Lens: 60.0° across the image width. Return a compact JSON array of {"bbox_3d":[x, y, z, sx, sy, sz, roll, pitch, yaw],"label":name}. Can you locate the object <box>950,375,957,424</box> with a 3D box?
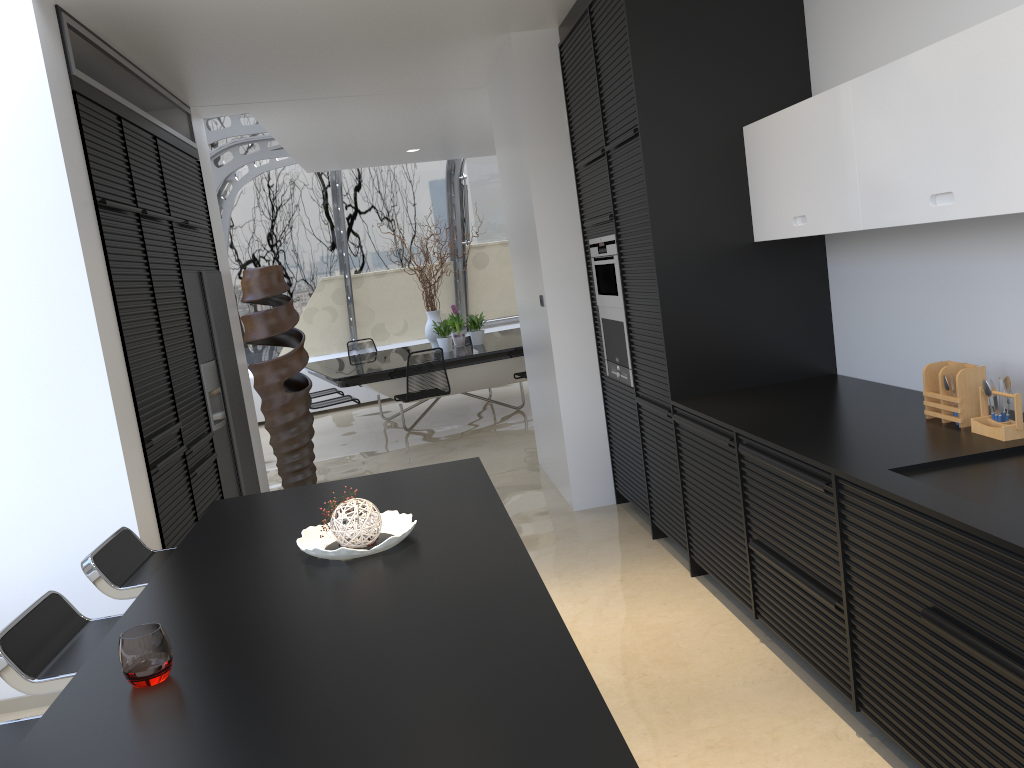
[{"bbox_3d":[1.448,0.066,2.895,0.020,0.196,0.018,-6,8,16],"label":"object"}]

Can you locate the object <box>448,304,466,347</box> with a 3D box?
[{"bbox_3d":[-0.645,-0.669,10.033,0.238,0.476,0.417,-7,8,8],"label":"object"}]

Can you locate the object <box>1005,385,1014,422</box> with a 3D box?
[{"bbox_3d":[1.524,0.088,2.727,0.019,0.178,0.044,-15,10,-41],"label":"object"}]

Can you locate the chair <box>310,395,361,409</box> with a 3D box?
[{"bbox_3d":[-1.949,-0.003,8.987,0.688,0.519,0.446,-11,8,-20],"label":"chair"}]

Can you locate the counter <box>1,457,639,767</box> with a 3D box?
[{"bbox_3d":[-0.361,0.583,1.515,1.006,0.018,3.800,-9,8,-7],"label":"counter"}]

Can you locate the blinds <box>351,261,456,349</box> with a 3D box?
[{"bbox_3d":[-1.455,-1.074,12.179,1.430,1.027,0.329,-11,8,-20],"label":"blinds"}]

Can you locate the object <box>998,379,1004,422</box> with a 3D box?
[{"bbox_3d":[1.504,0.081,2.730,0.019,0.196,0.022,-10,8,-18],"label":"object"}]

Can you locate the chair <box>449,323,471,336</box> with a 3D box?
[{"bbox_3d":[-0.581,-0.501,11.274,0.446,0.519,0.688,-11,8,-20],"label":"chair"}]

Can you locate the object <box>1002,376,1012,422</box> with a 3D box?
[{"bbox_3d":[1.531,0.071,2.752,0.042,0.192,0.040,-4,9,30],"label":"object"}]

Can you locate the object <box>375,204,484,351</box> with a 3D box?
[{"bbox_3d":[-0.779,-1.145,9.614,1.135,1.549,1.031,-12,9,-27],"label":"object"}]

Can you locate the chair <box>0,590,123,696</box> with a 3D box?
[{"bbox_3d":[-1.019,0.983,2.389,0.460,0.857,0.418,-9,8,-6],"label":"chair"}]

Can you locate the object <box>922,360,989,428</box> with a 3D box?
[{"bbox_3d":[1.470,0.045,2.944,0.104,0.223,0.200,-9,8,-6],"label":"object"}]

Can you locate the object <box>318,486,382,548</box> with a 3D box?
[{"bbox_3d":[-0.444,0.377,2.499,0.190,0.191,0.165,-5,8,21],"label":"object"}]

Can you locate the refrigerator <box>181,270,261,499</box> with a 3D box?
[{"bbox_3d":[-1.915,0.161,5.657,0.234,1.742,1.006,-9,8,-7],"label":"refrigerator"}]

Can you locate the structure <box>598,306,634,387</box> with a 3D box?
[{"bbox_3d":[0.582,-0.225,4.981,0.023,0.420,0.592,-9,8,-6],"label":"structure"}]

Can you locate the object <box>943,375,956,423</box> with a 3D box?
[{"bbox_3d":[1.437,0.062,2.907,0.042,0.192,0.040,-1,10,44],"label":"object"}]

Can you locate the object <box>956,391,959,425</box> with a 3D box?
[{"bbox_3d":[1.453,0.066,2.885,0.019,0.196,0.022,-9,8,-5],"label":"object"}]

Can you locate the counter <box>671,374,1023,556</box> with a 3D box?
[{"bbox_3d":[1.384,0.237,2.293,0.804,0.025,3.738,-9,8,-7],"label":"counter"}]

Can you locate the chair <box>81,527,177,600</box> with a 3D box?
[{"bbox_3d":[-1.097,0.908,3.032,0.460,0.857,0.418,-9,8,-6],"label":"chair"}]

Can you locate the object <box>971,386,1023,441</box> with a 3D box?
[{"bbox_3d":[1.490,0.101,2.701,0.100,0.170,0.173,-9,8,-4],"label":"object"}]

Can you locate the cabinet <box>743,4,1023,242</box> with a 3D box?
[{"bbox_3d":[1.495,-0.716,2.198,0.343,0.515,3.741,-9,8,-7],"label":"cabinet"}]

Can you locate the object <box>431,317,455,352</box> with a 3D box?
[{"bbox_3d":[-0.721,-0.526,9.427,0.284,0.369,0.215,-5,8,18],"label":"object"}]

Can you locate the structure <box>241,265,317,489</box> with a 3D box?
[{"bbox_3d":[-1.875,-0.031,7.214,0.493,1.843,0.498,-9,8,-9],"label":"structure"}]

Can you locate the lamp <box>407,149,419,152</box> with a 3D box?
[{"bbox_3d":[5.134,-2.953,6.510,9.928,0.004,9.775,-11,8,-19],"label":"lamp"}]

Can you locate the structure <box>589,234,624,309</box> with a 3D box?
[{"bbox_3d":[0.522,-0.622,4.928,0.061,0.388,0.592,-9,8,-6],"label":"structure"}]

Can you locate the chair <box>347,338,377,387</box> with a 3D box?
[{"bbox_3d":[-1.762,-0.278,10.845,0.446,0.519,0.688,-11,8,-20],"label":"chair"}]

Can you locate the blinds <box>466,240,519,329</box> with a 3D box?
[{"bbox_3d":[-0.031,-1.434,12.658,1.376,1.214,0.387,-11,8,-20],"label":"blinds"}]

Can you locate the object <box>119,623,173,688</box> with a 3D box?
[{"bbox_3d":[-0.727,0.540,1.761,0.095,0.106,0.095,-9,8,-8],"label":"object"}]

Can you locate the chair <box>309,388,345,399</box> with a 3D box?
[{"bbox_3d":[-2.275,-0.073,9.851,0.688,0.519,0.446,-11,8,-20],"label":"chair"}]

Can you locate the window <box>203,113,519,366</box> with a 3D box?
[{"bbox_3d":[3.469,-1.194,6.273,16.171,3.674,16.693,-10,8,-14],"label":"window"}]

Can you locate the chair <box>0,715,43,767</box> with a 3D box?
[{"bbox_3d":[-0.947,1.053,1.796,0.460,0.857,0.418,-9,8,-6],"label":"chair"}]

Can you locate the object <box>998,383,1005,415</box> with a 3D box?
[{"bbox_3d":[1.524,0.083,2.765,0.044,0.178,0.019,-11,8,-21],"label":"object"}]

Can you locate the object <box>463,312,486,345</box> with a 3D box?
[{"bbox_3d":[-0.394,-0.617,9.766,0.284,0.369,0.215,-6,8,13],"label":"object"}]

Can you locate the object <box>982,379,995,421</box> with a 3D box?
[{"bbox_3d":[1.483,0.078,2.747,0.042,0.192,0.040,-3,9,31],"label":"object"}]

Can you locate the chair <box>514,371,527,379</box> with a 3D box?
[{"bbox_3d":[0.306,-0.311,8.927,0.446,0.519,0.688,-11,8,-20],"label":"chair"}]

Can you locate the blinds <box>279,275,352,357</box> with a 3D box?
[{"bbox_3d":[-3.032,-0.265,11.822,1.829,2.118,0.663,-11,8,-20],"label":"blinds"}]

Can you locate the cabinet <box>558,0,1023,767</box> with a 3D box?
[{"bbox_3d":[1.205,-0.439,2.912,0.831,2.901,5.157,-9,8,-7],"label":"cabinet"}]

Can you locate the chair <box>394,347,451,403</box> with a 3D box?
[{"bbox_3d":[-0.875,-0.088,8.498,0.446,0.519,0.688,-11,8,-20],"label":"chair"}]

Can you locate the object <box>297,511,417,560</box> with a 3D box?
[{"bbox_3d":[-0.430,0.437,2.496,0.334,0.078,0.329,-11,8,-19],"label":"object"}]

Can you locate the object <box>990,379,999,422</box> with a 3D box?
[{"bbox_3d":[1.496,0.081,2.738,0.020,0.196,0.018,-8,8,3],"label":"object"}]

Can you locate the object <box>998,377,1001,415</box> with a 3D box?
[{"bbox_3d":[1.513,0.077,2.750,0.023,0.196,0.018,-9,8,-11],"label":"object"}]

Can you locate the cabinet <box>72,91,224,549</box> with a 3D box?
[{"bbox_3d":[-2.183,-0.058,4.993,0.831,2.558,2.252,-9,8,-5],"label":"cabinet"}]

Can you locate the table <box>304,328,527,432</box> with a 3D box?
[{"bbox_3d":[-0.643,-0.033,9.946,3.031,0.759,2.494,-11,8,-20],"label":"table"}]
